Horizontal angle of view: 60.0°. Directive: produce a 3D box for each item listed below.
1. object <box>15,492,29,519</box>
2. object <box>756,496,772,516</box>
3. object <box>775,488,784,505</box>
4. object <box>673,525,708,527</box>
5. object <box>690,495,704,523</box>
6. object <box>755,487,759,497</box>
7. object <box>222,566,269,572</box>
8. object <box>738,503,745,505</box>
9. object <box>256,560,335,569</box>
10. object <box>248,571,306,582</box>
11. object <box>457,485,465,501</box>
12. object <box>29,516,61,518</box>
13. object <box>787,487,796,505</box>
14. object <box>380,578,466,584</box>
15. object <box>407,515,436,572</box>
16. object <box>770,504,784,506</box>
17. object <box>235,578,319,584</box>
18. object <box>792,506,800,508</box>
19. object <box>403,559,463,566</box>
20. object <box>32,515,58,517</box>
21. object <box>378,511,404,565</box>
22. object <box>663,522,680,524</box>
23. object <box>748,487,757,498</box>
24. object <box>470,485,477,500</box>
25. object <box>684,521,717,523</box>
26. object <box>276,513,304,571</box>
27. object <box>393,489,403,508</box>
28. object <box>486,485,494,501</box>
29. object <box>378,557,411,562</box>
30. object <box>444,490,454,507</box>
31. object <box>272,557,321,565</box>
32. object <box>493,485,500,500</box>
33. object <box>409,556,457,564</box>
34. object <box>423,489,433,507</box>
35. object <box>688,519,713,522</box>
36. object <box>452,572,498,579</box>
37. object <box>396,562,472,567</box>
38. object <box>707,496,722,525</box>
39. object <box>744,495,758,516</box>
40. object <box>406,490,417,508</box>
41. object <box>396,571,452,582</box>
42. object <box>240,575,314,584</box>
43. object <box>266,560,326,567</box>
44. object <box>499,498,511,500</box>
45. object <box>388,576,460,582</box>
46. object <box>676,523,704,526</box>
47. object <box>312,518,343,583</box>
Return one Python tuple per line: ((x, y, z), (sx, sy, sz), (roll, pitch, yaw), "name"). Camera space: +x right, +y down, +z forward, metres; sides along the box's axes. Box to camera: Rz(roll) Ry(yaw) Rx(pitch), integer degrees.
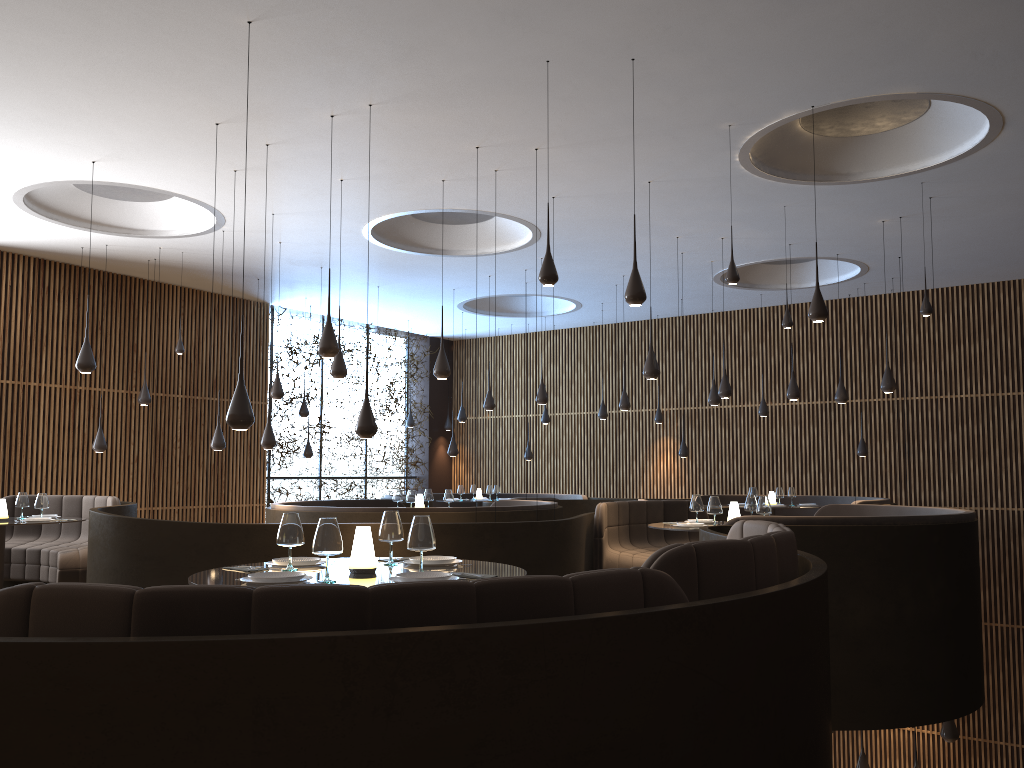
((-5.543, 1.375, 10.040), (0.142, 0.295, 0.142), (0, -5, 2), "object")
((2.383, 1.209, 8.389), (0.142, 0.295, 0.142), (4, -6, -38), "object")
((4.242, 1.790, 14.069), (0.142, 0.295, 0.142), (2, -5, -28), "object")
((1.701, 1.353, 8.457), (0.332, 0.014, 0.332), (-4, -7, 36), "object")
((1.865, 1.267, 8.958), (0.142, 0.295, 0.142), (-3, -6, 34), "object")
((4.007, 1.853, 14.681), (0.142, 0.295, 0.142), (2, -5, -24), "object")
((-1.400, 0.971, 4.661), (0.262, 0.017, 0.126), (-5, -8, 42), "object")
((3.691, 1.959, 14.473), (0.263, 0.029, 0.263), (-5, -8, 41), "object")
((-1.179, 0.987, 4.874), (0.204, 0.012, 0.411), (-5, -7, 38), "object")
((-1.093, 0.900, 4.126), (0.263, 0.029, 0.263), (-3, -6, 26), "object")
((-0.981, 2.089, 17.011), (0.142, 0.295, 0.142), (-3, -5, 29), "object")
((-5.327, 1.520, 10.116), (0.332, 0.014, 0.332), (-3, -6, 26), "object")
((4.574, 1.835, 14.502), (0.142, 0.295, 0.142), (2, -5, -19), "object")
((-0.411, 0.910, 4.120), (0.204, 0.012, 0.411), (-4, -7, 34), "object")
((-0.446, 0.797, 4.364), (0.142, 0.295, 0.142), (0, -5, 4), "object")
((4.086, 1.886, 13.755), (0.263, 0.029, 0.263), (-3, -6, 24), "object")
((-1.096, 0.911, 4.128), (0.411, 0.012, 0.204), (-6, -8, 44), "object")
((4.367, 1.891, 13.644), (0.126, 0.017, 0.262), (-2, -6, 18), "object")
((-0.441, 0.993, 4.943), (0.332, 0.014, 0.332), (-4, -7, 35), "object")
((-5.327, 1.510, 10.117), (0.263, 0.029, 0.264), (0, -6, 0), "object")
((-0.673, 0.855, 4.940), (0.142, 0.295, 0.142), (-3, -5, 32), "object")
((1.661, 1.423, 9.072), (0.126, 0.017, 0.262), (2, -6, -21), "object")
((3.850, 1.805, 14.219), (0.142, 0.295, 0.142), (-2, -5, 22), "object")
((-0.764, 2.148, 17.591), (0.142, 0.295, 0.142), (-3, -6, 34), "object")
((1.949, 1.425, 9.165), (0.332, 0.014, 0.332), (2, -6, -21), "object")
((-1.162, 0.826, 4.649), (0.142, 0.295, 0.142), (-2, -5, 19), "object")
((-1.589, 1.610, 12.331), (0.142, 0.295, 0.142), (0, -5, 1), "object")
((-0.423, 2.078, 16.901), (0.142, 0.295, 0.142), (-2, -5, 27), "object")
((-0.644, 1.023, 5.165), (0.126, 0.017, 0.262), (-6, -8, 44), "object")
((-0.861, 1.585, 12.078), (0.142, 0.295, 0.142), (0, -5, 5), "object")
((-1.181, 0.976, 4.871), (0.263, 0.029, 0.264), (0, -6, 4), "object")
((-0.301, 2.138, 17.486), (0.142, 0.295, 0.142), (1, -5, -12), "object")
((-0.441, 0.983, 4.943), (0.263, 0.029, 0.263), (-3, -6, 25), "object")
((-1.185, 1.636, 12.580), (0.142, 0.295, 0.142), (3, -6, -34), "object")
((1.949, 1.416, 9.165), (0.263, 0.029, 0.264), (2, -6, -18), "object")
((-0.207, 0.940, 4.348), (0.262, 0.017, 0.126), (-5, -7, 38), "object")
((-0.437, 0.994, 4.940), (0.411, 0.012, 0.204), (-5, -8, 40), "object")
((1.909, 1.206, 8.363), (0.142, 0.295, 0.142), (0, -5, -6), "object")
((2.432, 1.272, 9.006), (0.142, 0.295, 0.142), (1, -5, -9), "object")
((-1.336, 1.553, 11.766), (0.142, 0.295, 0.142), (0, -5, -4), "object")
((-0.409, 0.900, 4.125), (0.263, 0.029, 0.263), (4, -7, -32), "object")
((-1.093, 0.909, 4.125), (0.332, 0.014, 0.332), (6, -8, -45), "object")
((-1.181, 0.985, 4.870), (0.332, 0.014, 0.332), (-5, -8, 43), "object")
((-0.130, 2.248, 17.319), (0.263, 0.029, 0.264), (-2, -6, 23), "object")
((-0.409, 0.909, 4.124), (0.332, 0.014, 0.332), (2, -6, -16), "object")
((1.701, 1.343, 8.457), (0.263, 0.029, 0.263), (-5, -7, 39), "object")
((-0.859, 0.773, 4.133), (0.142, 0.295, 0.142), (3, -5, -32), "object")
